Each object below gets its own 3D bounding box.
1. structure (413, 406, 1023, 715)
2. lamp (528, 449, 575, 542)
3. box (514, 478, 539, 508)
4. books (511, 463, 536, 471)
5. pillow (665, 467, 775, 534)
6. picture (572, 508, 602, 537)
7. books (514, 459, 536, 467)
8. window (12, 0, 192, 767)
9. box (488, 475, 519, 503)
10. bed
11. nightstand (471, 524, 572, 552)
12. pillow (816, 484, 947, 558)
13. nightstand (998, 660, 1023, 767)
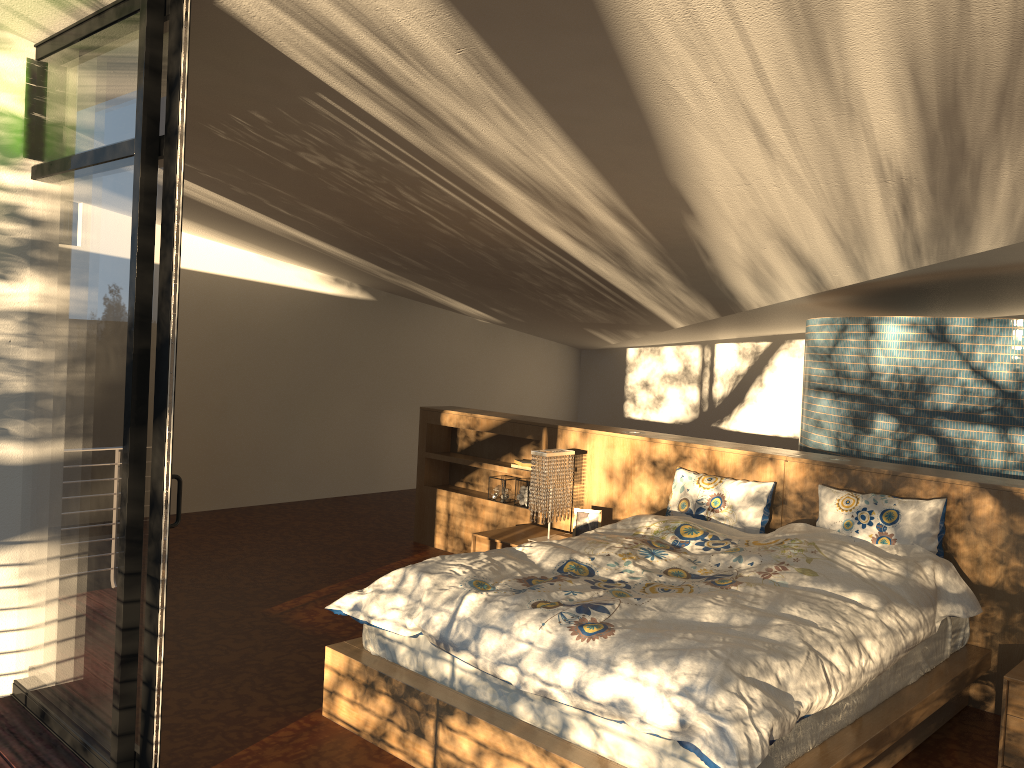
[{"bbox_3d":[1.460,0.849,4.554,5.599,0.973,0.319,6,3,43],"label":"structure"},{"bbox_3d":[0.223,0.637,5.066,0.120,0.522,0.255,5,2,43],"label":"lamp"},{"bbox_3d":[0.103,0.713,5.808,0.120,0.170,0.120,5,3,43],"label":"box"},{"bbox_3d":[0.101,0.543,5.789,0.176,0.030,0.133,5,3,40],"label":"books"},{"bbox_3d":[1.053,0.670,4.576,0.581,0.404,0.277,5,3,44],"label":"pillow"},{"bbox_3d":[0.429,0.810,5.027,0.156,0.202,0.116,3,2,8],"label":"picture"},{"bbox_3d":[0.104,0.517,5.792,0.136,0.022,0.185,2,3,-20],"label":"books"},{"bbox_3d":[1.926,0.102,4.594,9.970,2.512,7.078,6,3,42],"label":"window"},{"bbox_3d":[-0.058,0.705,5.946,0.152,0.156,0.138,5,3,43],"label":"box"},{"bbox_3d":[0.666,0.984,3.550,1.767,0.712,2.228,5,3,43],"label":"bed"},{"bbox_3d":[0.200,1.070,5.077,0.749,0.347,0.494,5,3,43],"label":"nightstand"},{"bbox_3d":[1.640,0.691,3.979,0.262,0.439,0.598,1,3,-43],"label":"pillow"},{"bbox_3d":[2.235,1.271,3.167,0.749,0.347,0.494,5,3,43],"label":"nightstand"}]
